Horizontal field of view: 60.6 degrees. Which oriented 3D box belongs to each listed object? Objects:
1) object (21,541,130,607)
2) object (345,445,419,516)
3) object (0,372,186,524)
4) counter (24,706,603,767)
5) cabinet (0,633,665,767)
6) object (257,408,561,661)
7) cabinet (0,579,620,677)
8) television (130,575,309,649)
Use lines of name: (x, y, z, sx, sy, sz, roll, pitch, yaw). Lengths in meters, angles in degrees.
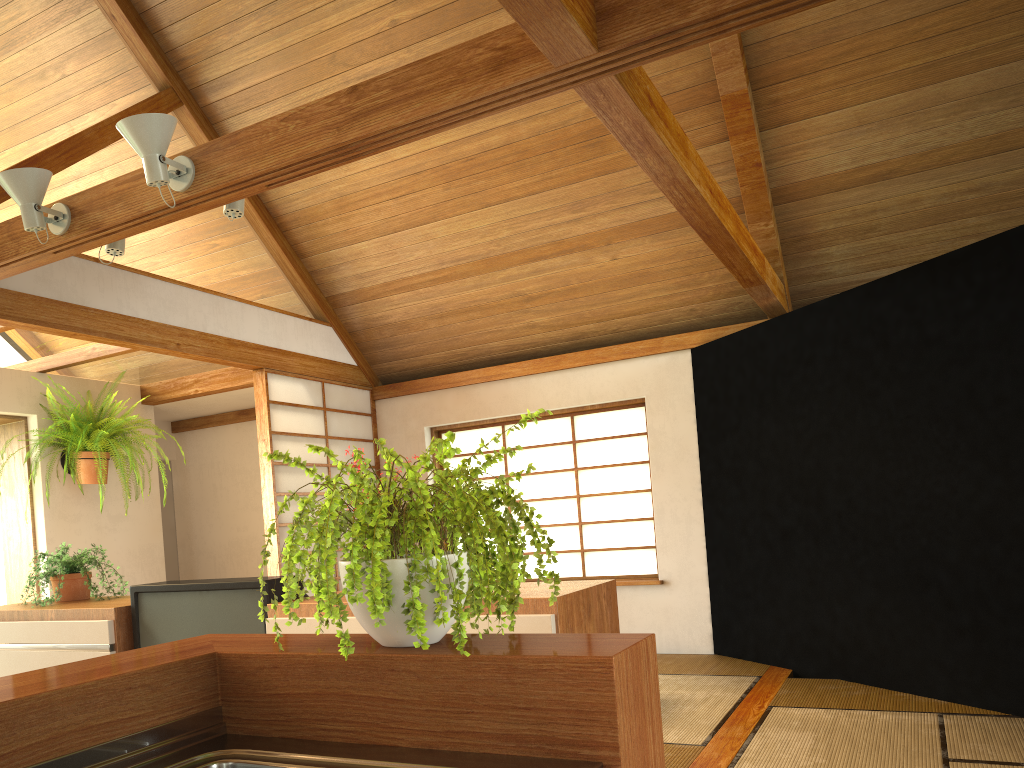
object: (-1.936, 0.870, 3.803, 0.481, 0.374, 0.598, -3, -6, -13)
object: (-0.454, 0.451, 2.940, 0.243, 0.497, 0.221, -6, -2, 33)
object: (-2.822, 0.441, 6.030, 1.112, 1.122, 1.220, -6, -5, 19)
counter: (-0.679, 0.419, 0.126, 0.657, 0.168, 2.445, -8, -9, 24)
cabinet: (-0.701, 0.710, 0.255, 0.895, 0.873, 2.634, -6, -8, 24)
object: (-0.159, 0.229, 1.321, 0.420, 0.349, 0.536, 0, -7, -38)
cabinet: (-0.981, 1.148, 3.187, 2.831, 0.736, 0.524, -9, -5, 29)
television: (-0.982, 0.977, 3.214, 0.684, 0.536, 0.462, -7, -5, 27)
